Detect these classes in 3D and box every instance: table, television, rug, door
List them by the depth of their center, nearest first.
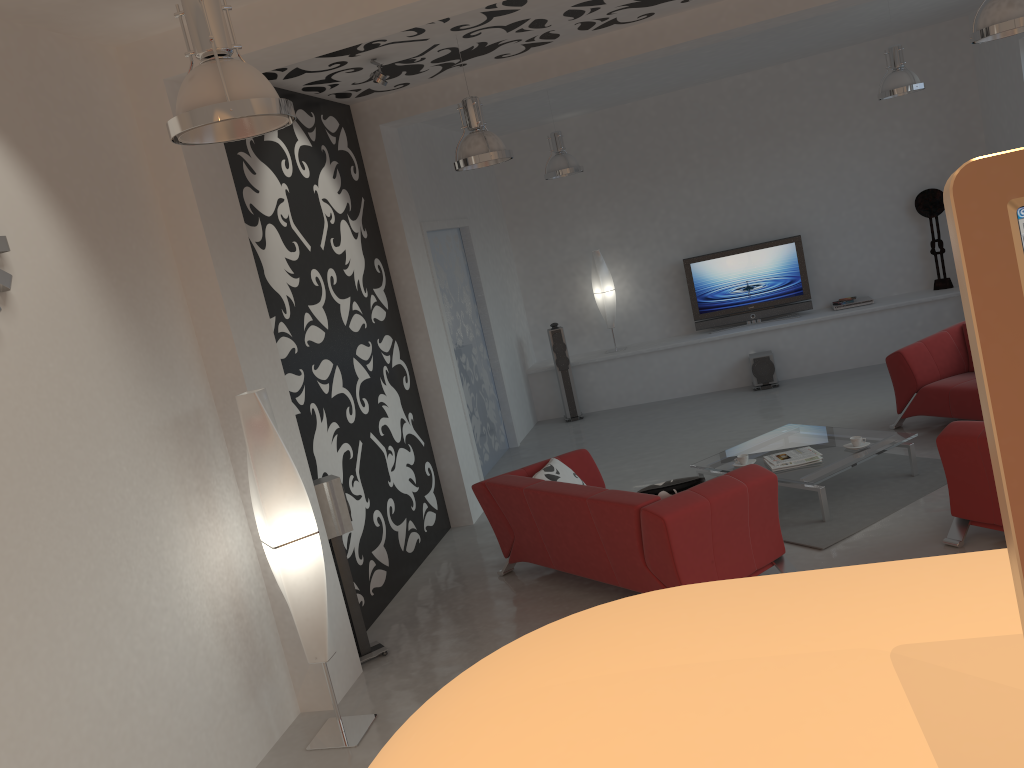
[{"bbox_3d":[2.120,0.616,6.466,1.097,0.286,1.162,-18,10,-29],"label":"table"},{"bbox_3d":[2.141,0.760,6.482,1.700,0.025,1.700,-18,10,-29],"label":"rug"},{"bbox_3d":[-0.476,-0.370,8.990,0.240,2.550,1.600,-10,9,15],"label":"door"},{"bbox_3d":[2.778,-1.158,10.461,1.356,0.919,0.343,-10,9,15],"label":"television"}]

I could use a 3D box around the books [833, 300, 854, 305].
[{"bbox_3d":[3.821,-0.940,10.232,0.190,0.015,0.135,-16,9,-20],"label":"books"}]

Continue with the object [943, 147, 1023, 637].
[{"bbox_3d":[0.443,0.092,0.318,0.458,0.452,0.230,-10,9,15],"label":"object"}]

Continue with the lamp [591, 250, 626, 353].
[{"bbox_3d":[1.145,-1.012,10.789,0.263,1.239,0.263,-12,9,7],"label":"lamp"}]

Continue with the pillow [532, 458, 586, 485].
[{"bbox_3d":[0.343,0.695,5.885,0.288,0.343,0.402,-9,10,22],"label":"pillow"}]

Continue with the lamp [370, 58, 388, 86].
[{"bbox_3d":[-0.851,-1.967,5.613,0.118,0.176,0.112,-18,10,-32],"label":"lamp"}]

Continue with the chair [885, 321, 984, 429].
[{"bbox_3d":[3.754,-0.061,7.000,0.951,0.738,1.288,-17,10,-24],"label":"chair"}]

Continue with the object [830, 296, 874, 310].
[{"bbox_3d":[3.923,-0.933,10.238,0.430,0.045,0.352,-10,9,15],"label":"object"}]

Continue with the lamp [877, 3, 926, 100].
[{"bbox_3d":[3.273,-2.882,7.584,0.379,0.800,0.379,-19,11,-35],"label":"lamp"}]

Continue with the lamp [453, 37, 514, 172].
[{"bbox_3d":[-0.260,-1.764,5.505,0.379,0.800,0.379,-11,9,8],"label":"lamp"}]

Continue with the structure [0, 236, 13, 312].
[{"bbox_3d":[-1.965,-0.465,3.045,0.090,0.596,0.596,-10,9,15],"label":"structure"}]

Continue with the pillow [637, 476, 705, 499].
[{"bbox_3d":[0.921,0.695,5.071,0.402,0.343,0.288,-11,9,8],"label":"pillow"}]

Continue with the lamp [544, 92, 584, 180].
[{"bbox_3d":[0.414,-2.367,8.366,0.379,0.800,0.379,-11,9,11],"label":"lamp"}]

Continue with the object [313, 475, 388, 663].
[{"bbox_3d":[-0.983,1.093,5.175,0.229,1.112,0.214,-18,10,-29],"label":"object"}]

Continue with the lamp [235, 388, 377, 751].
[{"bbox_3d":[-1.044,0.896,4.327,0.313,1.779,0.313,-9,10,23],"label":"lamp"}]

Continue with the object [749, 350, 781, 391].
[{"bbox_3d":[2.847,-0.153,10.051,0.336,0.374,0.337,-10,9,15],"label":"object"}]

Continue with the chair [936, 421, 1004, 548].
[{"bbox_3d":[3.129,0.415,4.879,1.288,0.738,0.951,-17,10,-24],"label":"chair"}]

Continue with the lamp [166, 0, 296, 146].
[{"bbox_3d":[-0.933,-1.160,2.645,0.379,0.800,0.379,-15,9,-13],"label":"lamp"}]

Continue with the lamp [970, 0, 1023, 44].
[{"bbox_3d":[2.600,-2.279,4.724,0.379,0.800,0.379,-4,12,43],"label":"lamp"}]

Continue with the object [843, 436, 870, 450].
[{"bbox_3d":[2.410,0.409,6.208,0.153,0.069,0.153,-15,9,-18],"label":"object"}]

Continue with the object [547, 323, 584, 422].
[{"bbox_3d":[0.618,-0.153,10.547,0.255,1.184,0.273,-13,9,0],"label":"object"}]

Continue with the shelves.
[{"bbox_3d":[2.861,-0.669,10.422,5.500,0.050,0.650,-10,9,15],"label":"shelves"}]

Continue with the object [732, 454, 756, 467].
[{"bbox_3d":[1.665,0.549,6.374,0.153,0.069,0.153,-5,12,41],"label":"object"}]

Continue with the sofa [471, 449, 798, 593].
[{"bbox_3d":[0.682,0.865,5.494,0.951,0.738,1.929,-19,11,-34],"label":"sofa"}]

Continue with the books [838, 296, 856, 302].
[{"bbox_3d":[3.862,-0.977,10.212,0.190,0.015,0.135,-8,10,25],"label":"books"}]

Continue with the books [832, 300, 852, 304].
[{"bbox_3d":[3.818,-0.955,10.233,0.190,0.015,0.135,-13,9,-5],"label":"books"}]

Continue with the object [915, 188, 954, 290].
[{"bbox_3d":[4.739,-1.618,9.903,0.331,1.130,0.108,-5,11,39],"label":"object"}]

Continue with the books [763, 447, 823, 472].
[{"bbox_3d":[1.971,0.521,6.225,0.367,0.035,0.345,-12,9,5],"label":"books"}]
